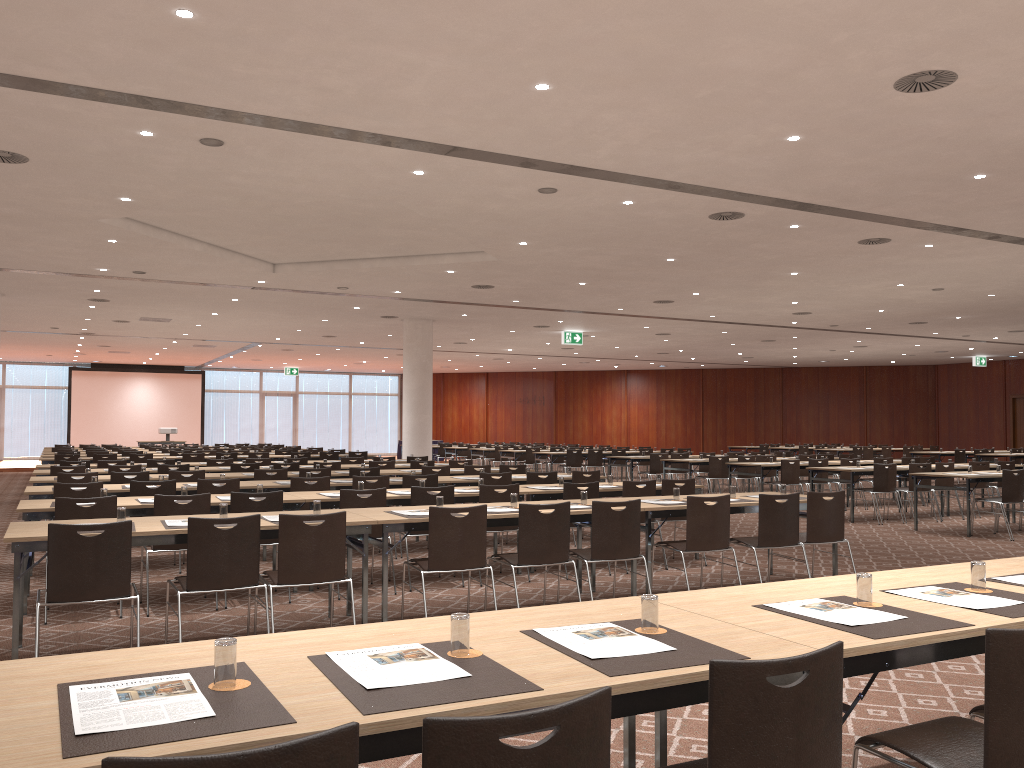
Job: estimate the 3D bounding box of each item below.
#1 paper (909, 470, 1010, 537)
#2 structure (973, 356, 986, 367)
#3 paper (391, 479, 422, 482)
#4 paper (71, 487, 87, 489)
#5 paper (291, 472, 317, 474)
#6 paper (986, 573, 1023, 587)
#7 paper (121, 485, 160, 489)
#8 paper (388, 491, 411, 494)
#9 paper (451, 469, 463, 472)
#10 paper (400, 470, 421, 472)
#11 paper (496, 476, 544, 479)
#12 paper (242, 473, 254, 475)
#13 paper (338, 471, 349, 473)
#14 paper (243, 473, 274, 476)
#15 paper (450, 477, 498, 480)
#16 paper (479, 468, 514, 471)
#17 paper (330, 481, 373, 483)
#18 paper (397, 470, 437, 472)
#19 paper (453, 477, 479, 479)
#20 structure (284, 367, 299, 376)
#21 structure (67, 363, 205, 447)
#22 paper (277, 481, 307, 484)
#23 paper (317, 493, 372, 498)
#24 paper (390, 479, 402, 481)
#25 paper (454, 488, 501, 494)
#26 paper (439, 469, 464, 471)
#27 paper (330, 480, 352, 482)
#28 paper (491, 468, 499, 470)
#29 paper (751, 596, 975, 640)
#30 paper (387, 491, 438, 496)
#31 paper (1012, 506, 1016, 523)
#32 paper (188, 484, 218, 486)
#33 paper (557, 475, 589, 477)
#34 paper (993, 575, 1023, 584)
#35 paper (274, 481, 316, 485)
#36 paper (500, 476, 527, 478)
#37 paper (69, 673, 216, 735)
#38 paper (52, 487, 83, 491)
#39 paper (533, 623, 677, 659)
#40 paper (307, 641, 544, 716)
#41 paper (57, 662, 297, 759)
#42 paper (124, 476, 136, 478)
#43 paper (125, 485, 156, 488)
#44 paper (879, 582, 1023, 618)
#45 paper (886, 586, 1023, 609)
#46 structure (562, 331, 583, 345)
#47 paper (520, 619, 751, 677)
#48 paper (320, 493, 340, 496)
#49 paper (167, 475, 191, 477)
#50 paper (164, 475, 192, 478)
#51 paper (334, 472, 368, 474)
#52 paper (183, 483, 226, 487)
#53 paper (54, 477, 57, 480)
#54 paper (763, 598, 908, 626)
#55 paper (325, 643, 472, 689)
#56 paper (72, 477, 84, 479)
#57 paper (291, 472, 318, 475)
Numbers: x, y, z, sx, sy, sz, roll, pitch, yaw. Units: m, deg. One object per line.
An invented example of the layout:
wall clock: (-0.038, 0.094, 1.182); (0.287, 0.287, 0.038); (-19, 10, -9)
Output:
paper: (7.030, 1.729, 13.060); (2.267, 0.832, 0.953); (2, -3, -27)
structure: (16.270, -0.789, 30.862); (0.587, 0.346, 0.105); (2, -3, -27)
paper: (-1.322, 1.177, 10.864); (0.460, 0.003, 0.565); (1, -3, -25)
paper: (-4.573, 1.083, 9.244); (0.283, 0.006, 0.398); (2, -3, -25)
paper: (-2.888, 1.240, 12.358); (0.283, 0.006, 0.398); (2, -3, -29)
paper: (2.358, 0.840, 3.707); (0.460, 0.003, 0.565); (2, -3, -29)
paper: (-3.944, 1.103, 9.533); (0.460, 0.003, 0.565); (1, -3, -24)
paper: (-1.050, 1.074, 8.819); (0.283, 0.006, 0.398); (2, -3, -26)
paper: (-0.815, 1.300, 13.357); (0.460, 0.003, 0.565); (2, -3, -28)
paper: (-1.462, 1.281, 13.092); (0.283, 0.006, 0.398); (2, -3, -28)
paper: (0.114, 1.217, 11.590); (0.460, 0.003, 0.565); (2, -3, -26)
paper: (-3.495, 1.225, 12.071); (0.283, 0.006, 0.398); (2, -3, -26)
paper: (-2.340, 1.256, 12.646); (0.283, 0.006, 0.398); (2, -3, -27)
paper: (-3.392, 1.227, 12.033); (0.460, 0.003, 0.565); (2, -3, -26)
paper: (-0.468, 1.200, 11.291); (0.460, 0.003, 0.565); (2, -3, -28)
paper: (-0.241, 1.316, 13.640); (0.460, 0.003, 0.565); (2, -3, -29)
paper: (-1.930, 1.160, 10.559); (0.460, 0.003, 0.565); (2, -3, -25)
paper: (-1.376, 1.285, 13.080); (0.460, 0.003, 0.565); (2, -3, -27)
paper: (-0.558, 1.198, 11.321); (0.283, 0.006, 0.398); (2, -3, -26)
structure: (-9.402, -0.536, 37.799); (0.587, 0.346, 0.105); (2, -3, -27)
structure: (-15.315, 0.955, 36.317); (5.159, 3.524, 0.395); (2, -3, -27)
paper: (-2.560, 1.141, 10.302); (0.283, 0.006, 0.398); (2, -3, -28)
paper: (-1.570, 1.059, 8.465); (0.460, 0.003, 0.565); (2, -3, -27)
paper: (-1.414, 1.172, 10.857); (0.283, 0.006, 0.398); (2, -3, -28)
paper: (-0.427, 1.093, 9.072); (0.460, 0.003, 0.565); (2, -3, -28)
paper: (-0.888, 1.297, 13.385); (0.283, 0.006, 0.398); (2, -3, -30)
paper: (-1.995, 1.157, 10.575); (0.283, 0.006, 0.398); (2, -3, -28)
paper: (-0.306, 1.315, 13.712); (0.283, 0.006, 0.398); (2, -3, -26)
paper: (1.208, 0.807, 3.097); (0.460, 0.003, 0.565); (2, -3, -26)
paper: (-0.991, 1.076, 8.769); (0.460, 0.003, 0.565); (2, -3, -28)
paper: (9.048, 1.787, 14.100); (2.267, 0.832, 0.953); (2, -3, -27)
paper: (-3.423, 1.116, 9.838); (0.283, 0.006, 0.398); (2, -3, -30)
paper: (0.702, 1.234, 11.905); (0.460, 0.003, 0.565); (1, -3, -24)
paper: (2.288, 0.837, 3.727); (0.283, 0.006, 0.398); (1, -3, -25)
paper: (-2.485, 1.143, 10.251); (0.460, 0.003, 0.565); (2, -3, -26)
paper: (0.043, 1.214, 11.613); (0.283, 0.006, 0.398); (2, -3, -30)
paper: (-0.882, 0.747, 2.096); (0.283, 0.006, 0.398); (2, -3, -28)
paper: (-4.505, 1.085, 9.189); (0.460, 0.003, 0.565); (2, -3, -28)
paper: (0.274, 0.782, 2.719); (0.283, 0.006, 0.398); (1, -3, -24)
paper: (-0.251, 0.766, 2.359); (0.460, 0.003, 0.565); (2, -3, -26)
paper: (-0.810, 0.752, 2.095); (0.460, 0.003, 0.565); (2, -3, -28)
paper: (-4.918, 1.183, 11.318); (0.283, 0.006, 0.398); (2, -3, -28)
paper: (-3.998, 1.100, 9.546); (0.283, 0.006, 0.398); (2, -3, -28)
paper: (1.806, 0.824, 3.411); (0.460, 0.003, 0.565); (2, -3, -26)
paper: (1.700, 0.820, 3.419); (0.283, 0.006, 0.398); (2, -3, -28)
structure: (1.582, -1.206, 23.290); (0.587, 0.346, 0.105); (2, -3, -27)
paper: (0.350, 0.784, 2.673); (0.460, 0.003, 0.565); (1, -3, -24)
paper: (-1.664, 1.057, 8.511); (0.283, 0.006, 0.398); (2, -3, -26)
paper: (-4.343, 1.199, 11.594); (0.283, 0.006, 0.398); (2, -3, -26)
paper: (-4.287, 1.201, 11.572); (0.460, 0.003, 0.565); (2, -3, -27)
paper: (-2.262, 1.259, 12.615); (0.460, 0.003, 0.565); (2, -3, -29)
paper: (-3.369, 1.118, 9.801); (0.460, 0.003, 0.565); (2, -3, -26)
paper: (-5.415, 1.169, 10.987); (0.460, 0.003, 0.565); (2, -3, -27)
paper: (1.140, 0.805, 3.147); (0.283, 0.006, 0.398); (2, -3, -29)
paper: (-0.320, 0.765, 2.427); (0.283, 0.006, 0.398); (2, -3, -27)
paper: (-5.481, 1.167, 11.033); (0.283, 0.006, 0.398); (2, -3, -27)
paper: (-2.811, 1.242, 12.305); (0.460, 0.003, 0.565); (2, -3, -27)
